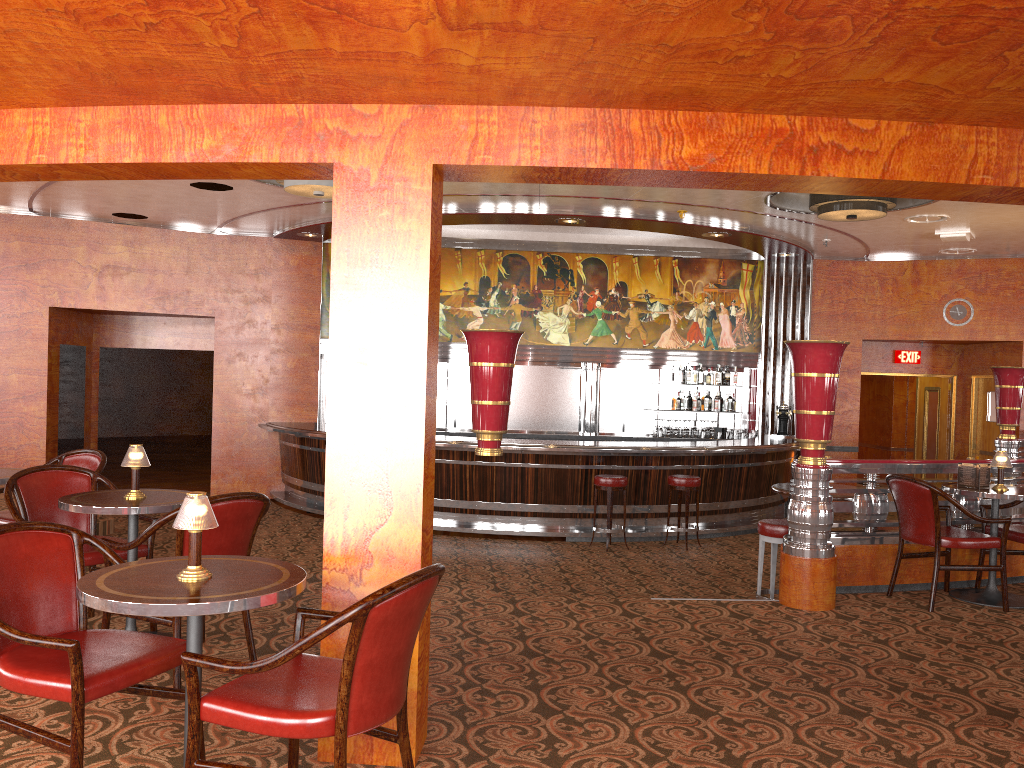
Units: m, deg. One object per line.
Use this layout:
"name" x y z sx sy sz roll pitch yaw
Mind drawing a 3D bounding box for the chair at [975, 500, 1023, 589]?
"chair" 3.515 1.005 5.838 0.615 0.817 0.587 2 1 -9

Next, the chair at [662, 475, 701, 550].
"chair" 1.828 1.362 9.470 0.350 0.756 0.350 3 1 37

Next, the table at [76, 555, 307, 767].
"table" -0.950 0.932 2.642 0.639 0.720 0.640 2 1 25

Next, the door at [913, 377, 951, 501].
"door" 6.479 0.860 13.684 0.063 1.983 0.808 2 1 -9

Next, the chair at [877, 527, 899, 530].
"chair" 2.705 1.407 6.381 0.350 0.756 0.350 3 1 37

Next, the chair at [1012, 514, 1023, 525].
"chair" 4.231 1.450 7.178 0.350 0.756 0.350 2 1 12

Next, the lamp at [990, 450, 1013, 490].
"lamp" 3.163 0.557 5.737 0.130 0.250 0.130 2 1 7

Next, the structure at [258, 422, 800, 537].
"structure" 0.504 1.166 10.983 7.810 1.047 3.206 2 0 -4

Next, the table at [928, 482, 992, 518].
"table" 3.630 1.328 7.316 0.849 0.960 0.849 1 1 -24

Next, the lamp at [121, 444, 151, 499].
"lamp" -1.783 0.412 4.200 0.130 0.250 0.130 2 1 18

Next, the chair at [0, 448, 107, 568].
"chair" -2.794 0.811 5.320 0.587 0.817 0.615 2 1 31

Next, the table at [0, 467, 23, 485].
"table" -2.994 0.855 4.920 0.640 0.720 0.639 2 1 -14

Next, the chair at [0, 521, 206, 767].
"chair" -1.377 0.869 2.788 0.615 0.817 0.588 2 1 21

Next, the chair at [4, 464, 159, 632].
"chair" -2.183 0.835 4.439 0.615 0.817 0.588 2 1 36

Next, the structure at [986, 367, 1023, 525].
"structure" 6.141 0.857 10.424 0.623 2.025 3.169 3 1 36

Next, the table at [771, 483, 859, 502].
"table" 2.440 1.294 6.894 0.849 0.960 0.849 2 1 -2

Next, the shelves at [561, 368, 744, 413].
"shelves" 1.998 0.093 12.715 2.594 0.568 0.339 2 1 -4

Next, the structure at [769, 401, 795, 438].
"structure" 3.792 0.512 12.398 0.360 0.540 0.280 2 1 16

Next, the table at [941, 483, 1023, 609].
"table" 3.141 1.042 5.783 0.639 0.720 0.640 2 1 39

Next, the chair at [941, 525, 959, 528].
"chair" 3.248 1.421 6.855 0.350 0.756 0.350 3 1 37

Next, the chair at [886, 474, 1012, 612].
"chair" 2.709 0.981 5.626 0.615 0.817 0.587 2 1 -14

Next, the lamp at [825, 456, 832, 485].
"lamp" 2.456 0.689 6.908 0.130 0.250 0.130 2 1 16

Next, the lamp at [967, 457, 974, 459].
"lamp" 3.761 0.727 7.279 0.130 0.250 0.130 2 1 7

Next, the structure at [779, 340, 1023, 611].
"structure" 3.556 0.007 6.508 4.354 3.606 0.549 1 1 -29

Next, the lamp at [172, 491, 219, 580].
"lamp" -0.939 0.447 2.630 0.130 0.250 0.130 1 1 -38

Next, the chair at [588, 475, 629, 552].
"chair" 1.022 1.338 9.254 0.350 0.756 0.350 1 1 -30

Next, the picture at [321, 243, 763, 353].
"picture" 0.471 -1.206 12.549 6.254 1.323 0.001 2 1 -4

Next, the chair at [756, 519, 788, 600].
"chair" 1.961 1.384 6.465 0.350 0.756 0.350 1 1 -45

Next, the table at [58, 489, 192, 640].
"table" -1.803 0.896 4.208 0.639 0.720 0.639 2 1 22

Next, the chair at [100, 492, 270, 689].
"chair" -1.425 0.861 3.954 0.615 0.817 0.588 2 1 36

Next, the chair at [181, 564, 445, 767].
"chair" -0.519 0.898 2.516 0.615 0.817 0.588 2 1 21
